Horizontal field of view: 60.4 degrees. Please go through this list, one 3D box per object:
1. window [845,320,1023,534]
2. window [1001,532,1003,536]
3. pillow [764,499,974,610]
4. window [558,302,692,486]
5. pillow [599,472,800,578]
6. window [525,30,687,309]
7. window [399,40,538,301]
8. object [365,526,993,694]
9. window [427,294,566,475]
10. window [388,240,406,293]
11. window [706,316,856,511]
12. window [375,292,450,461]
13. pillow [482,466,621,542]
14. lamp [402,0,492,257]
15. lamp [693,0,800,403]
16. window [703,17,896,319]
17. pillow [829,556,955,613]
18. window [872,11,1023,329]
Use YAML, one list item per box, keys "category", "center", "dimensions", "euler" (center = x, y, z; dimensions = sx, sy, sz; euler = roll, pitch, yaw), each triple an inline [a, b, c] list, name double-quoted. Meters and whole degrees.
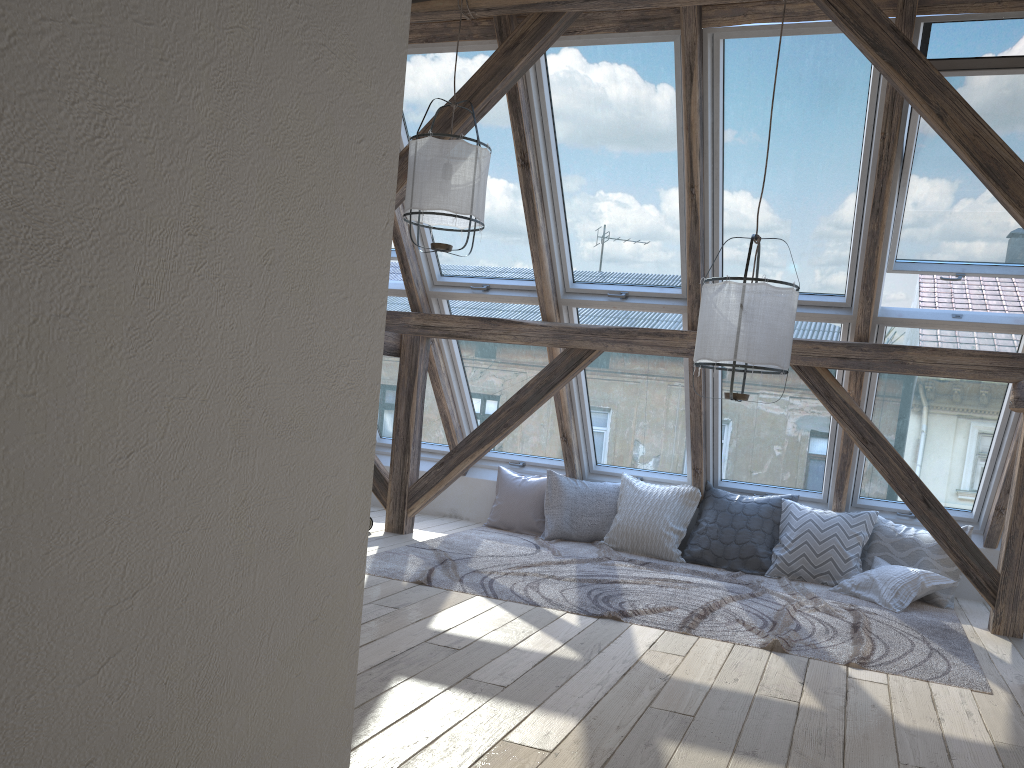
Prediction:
- category: "window"
  center: [2.527, 0.262, 5.291]
  dimensions: [0.851, 1.290, 1.092]
  euler: [7, 4, 21]
- category: "window"
  center: [3.379, 0.344, 4.968]
  dimensions: [0.851, 1.290, 1.092]
  euler: [7, 4, 21]
- category: "pillow"
  center: [2.254, 1.065, 5.583]
  dimensions: [1.147, 0.540, 0.500]
  euler: [6, 3, 26]
- category: "window"
  center: [0.822, 0.100, 5.939]
  dimensions: [0.851, 1.290, 1.092]
  euler: [7, 4, 21]
- category: "pillow"
  center: [1.253, 0.941, 6.007]
  dimensions: [1.265, 0.569, 0.466]
  euler: [6, 3, 22]
- category: "window"
  center: [0.577, -1.137, 4.878]
  dimensions: [0.851, 1.290, 1.092]
  euler: [7, 4, 21]
- category: "window"
  center: [-0.276, -1.218, 5.202]
  dimensions: [0.851, 1.290, 1.092]
  euler: [7, 4, 21]
- category: "object"
  center: [0.893, 1.137, 5.130]
  dimensions: [3.170, 0.057, 2.184]
  euler: [5, -1, 21]
- category: "window"
  center: [-0.031, 0.019, 6.263]
  dimensions: [0.851, 1.290, 1.092]
  euler: [7, 4, 21]
- category: "window"
  center: [-1.112, -1.297, 5.568]
  dimensions: [0.851, 1.289, 1.346]
  euler: [7, 3, 21]
- category: "window"
  center: [1.674, 0.181, 5.615]
  dimensions: [0.851, 1.290, 1.092]
  euler: [7, 4, 21]
- category: "window"
  center: [-0.883, -0.062, 6.587]
  dimensions: [0.851, 1.290, 1.092]
  euler: [7, 4, 21]
- category: "pillow"
  center: [0.339, 0.890, 6.385]
  dimensions: [1.129, 0.531, 0.432]
  euler: [6, 4, 13]
- category: "lamp"
  center: [-0.283, -1.298, 4.229]
  dimensions: [0.400, 1.319, 0.402]
  euler: [5, 6, -3]
- category: "lamp"
  center: [1.073, -0.871, 3.736]
  dimensions: [0.401, 1.916, 0.401]
  euler: [2, 7, -28]
- category: "window"
  center: [1.429, -1.056, 4.554]
  dimensions: [0.851, 1.290, 1.092]
  euler: [7, 4, 21]
- category: "pillow"
  center: [2.250, 1.201, 5.253]
  dimensions: [0.477, 0.244, 0.531]
  euler: [5, 1, -27]
- category: "window"
  center: [2.299, -0.972, 4.276]
  dimensions: [0.851, 1.289, 1.402]
  euler: [7, 3, 21]
